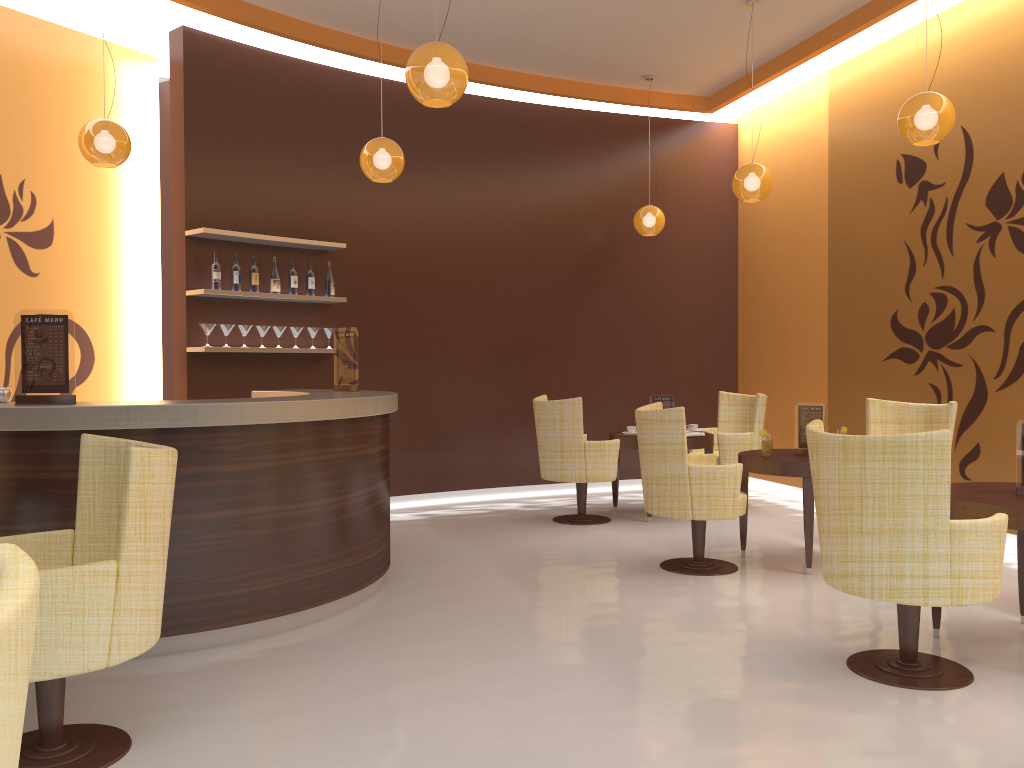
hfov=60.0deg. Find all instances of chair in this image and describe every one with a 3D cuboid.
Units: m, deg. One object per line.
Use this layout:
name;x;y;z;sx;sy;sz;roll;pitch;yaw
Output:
chair;0.522;0.603;7.207;0.685;1.017;0.729;-1;1;-20
chair;-1.453;0.696;2.893;0.685;1.017;0.729;-1;1;-38
chair;2.620;0.616;6.051;0.685;1.017;0.729;-1;1;-28
chair;1.585;0.668;3.619;0.685;1.017;0.729;-1;1;-20
chair;-0.891;0.732;0.913;0.685;1.017;0.729;0;1;15
chair;1.112;0.633;5.517;0.685;1.017;0.729;0;1;0
chair;1.925;0.582;7.970;0.685;1.017;0.729;-1;1;-17

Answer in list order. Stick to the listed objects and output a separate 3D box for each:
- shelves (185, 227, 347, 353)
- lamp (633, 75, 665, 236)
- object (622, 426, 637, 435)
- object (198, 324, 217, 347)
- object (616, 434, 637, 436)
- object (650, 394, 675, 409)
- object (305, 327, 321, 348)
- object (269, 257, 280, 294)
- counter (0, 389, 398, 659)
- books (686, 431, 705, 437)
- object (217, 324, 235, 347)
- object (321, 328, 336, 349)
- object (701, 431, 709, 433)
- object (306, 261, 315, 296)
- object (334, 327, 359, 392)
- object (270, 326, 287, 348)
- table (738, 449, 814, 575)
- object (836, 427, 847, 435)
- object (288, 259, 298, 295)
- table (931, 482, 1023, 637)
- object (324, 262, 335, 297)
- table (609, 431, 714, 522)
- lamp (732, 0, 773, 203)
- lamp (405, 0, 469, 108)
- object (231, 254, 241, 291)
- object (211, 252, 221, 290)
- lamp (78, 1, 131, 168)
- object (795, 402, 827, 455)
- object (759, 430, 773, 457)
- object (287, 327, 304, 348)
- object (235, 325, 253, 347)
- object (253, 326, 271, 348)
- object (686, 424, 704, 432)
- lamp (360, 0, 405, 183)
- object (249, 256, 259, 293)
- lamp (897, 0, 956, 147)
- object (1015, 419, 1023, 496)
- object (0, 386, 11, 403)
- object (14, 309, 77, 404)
shelves;-2.790;-0.666;5.516;0.586;0.902;4.744;0;1;31
lamp;1.304;-2.166;8.429;0.299;1.500;0.299;-1;1;-16
object;0.993;0.388;7.376;0.153;0.069;0.153;0;1;10
object;-2.274;-0.361;6.622;0.137;0.174;0.137;1;1;38
object;0.976;0.417;7.368;0.239;0.021;0.464;0;1;-3
object;1.279;0.255;7.545;0.209;0.335;0.042;0;1;7
object;-1.637;-0.375;7.287;0.137;0.174;0.137;0;1;8
object;-1.885;-0.857;7.042;0.086;0.303;0.086;-1;1;-33
counter;-1.537;0.618;4.782;1.586;1.100;2.917;0;1;28
books;1.345;0.411;7.254;0.367;0.035;0.345;-1;1;-26
object;-2.171;-0.364;6.739;0.137;0.174;0.137;1;1;38
object;-1.524;-0.378;7.394;0.137;0.174;0.137;-1;1;-41
object;1.579;0.409;7.619;0.239;0.021;0.464;-1;1;-20
object;-1.652;-0.857;7.258;0.073;0.297;0.073;0;1;21
object;-1.081;-0.160;5.778;0.258;0.414;0.052;1;2;42
object;-1.861;-0.370;7.073;0.137;0.174;0.137;-1;1;-41
table;1.905;0.795;5.705;0.872;0.679;0.874;0;1;15
object;2.166;0.367;5.839;0.067;0.171;0.072;0;1;31
object;-1.766;-0.855;7.148;0.073;0.297;0.073;0;1;21
table;2.325;0.828;3.921;0.872;0.679;0.874;0;1;20
object;-1.521;-0.865;7.376;0.086;0.303;0.086;0;1;-2
table;1.262;0.763;7.508;0.872;0.679;0.874;0;1;20
lamp;1.815;-2.135;6.703;0.299;1.500;0.299;0;1;26
lamp;-0.358;-2.076;4.183;0.299;1.500;0.299;-1;1;-38
object;-2.112;-0.846;6.785;0.073;0.297;0.073;0;1;21
object;-2.222;-0.843;6.655;0.073;0.297;0.073;0;1;21
lamp;-2.499;-2.091;5.426;0.299;1.500;0.299;0;1;2
object;1.623;0.272;6.609;0.187;0.335;2.090;-1;1;-20
object;1.613;0.374;5.607;0.072;0.171;0.067;-1;1;-34
object;-1.752;-0.373;7.180;0.137;0.174;0.137;-1;1;-41
object;-2.069;-0.366;6.855;0.137;0.174;0.137;-1;1;-41
object;-1.961;-0.367;6.965;0.137;0.174;0.137;-1;1;-41
object;1.560;0.380;7.619;0.153;0.069;0.153;-1;1;-33
lamp;-0.869;-2.107;5.909;0.299;1.500;0.299;0;1;2
object;-2.009;-0.849;6.902;0.073;0.297;0.073;-1;1;-19
lamp;2.327;-2.104;4.978;0.299;1.500;0.299;0;1;9
object;2.325;0.321;3.901;0.209;0.335;0.042;0;1;2
object;-2.357;0.047;4.096;0.075;0.077;0.075;1;2;42
object;-2.046;-0.119;3.886;0.258;0.414;0.052;0;1;-3
